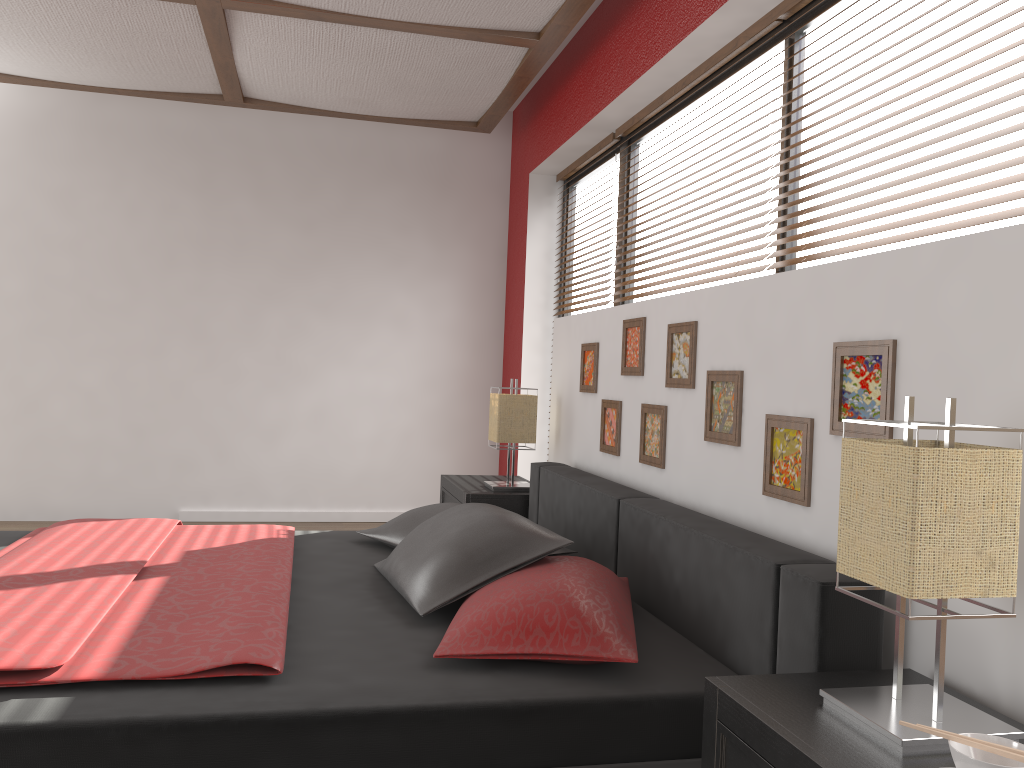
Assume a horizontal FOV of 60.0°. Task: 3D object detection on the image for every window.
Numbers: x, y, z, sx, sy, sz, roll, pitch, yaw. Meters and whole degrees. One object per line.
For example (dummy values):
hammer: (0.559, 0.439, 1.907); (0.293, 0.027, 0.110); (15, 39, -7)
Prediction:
window: (0.417, -0.203, 4.699); (0.020, 1.893, 0.889); (2, 0, -13)
window: (0.885, -0.715, 2.794); (0.020, 0.786, 2.817); (2, 0, -13)

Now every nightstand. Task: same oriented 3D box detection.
nightstand: (-0.094, 0.674, 4.107); (0.413, 0.423, 0.700); (2, 0, -13)
nightstand: (0.587, 0.721, 1.209); (0.413, 0.423, 0.700); (2, 0, -13)

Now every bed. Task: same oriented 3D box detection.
bed: (-0.756, 0.581, 2.568); (2.413, 0.577, 2.469); (2, 0, -13)

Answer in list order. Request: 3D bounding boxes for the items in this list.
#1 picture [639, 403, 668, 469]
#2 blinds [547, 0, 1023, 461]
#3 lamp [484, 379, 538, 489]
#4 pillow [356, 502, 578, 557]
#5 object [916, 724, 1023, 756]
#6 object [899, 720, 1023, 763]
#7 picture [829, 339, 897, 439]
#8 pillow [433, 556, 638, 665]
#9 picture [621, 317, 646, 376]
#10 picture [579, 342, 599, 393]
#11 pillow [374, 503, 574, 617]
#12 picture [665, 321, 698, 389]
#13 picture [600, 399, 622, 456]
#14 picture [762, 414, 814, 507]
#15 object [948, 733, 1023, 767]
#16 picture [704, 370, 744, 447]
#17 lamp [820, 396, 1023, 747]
picture: (0.461, 0.167, 2.905); (0.010, 0.200, 0.200); (2, 0, -13)
blinds: (0.795, -0.139, 2.786); (0.032, 1.952, 4.840); (2, 0, -13)
lamp: (0.001, 0.217, 3.958); (0.200, 0.480, 0.200); (2, 0, -13)
pillow: (-0.178, 0.512, 3.029); (0.418, 0.172, 0.745); (2, 0, -38)
object: (0.583, 0.433, 1.056); (0.192, 0.007, 0.007); (3, 1, 41)
object: (0.559, 0.432, 1.059); (0.007, 0.007, 0.192); (2, 1, -44)
picture: (0.721, 0.011, 1.828); (0.010, 0.200, 0.200); (2, 0, -13)
pillow: (0.083, 0.528, 2.154); (0.418, 0.172, 0.745); (2, 0, 6)
picture: (0.425, -0.129, 3.109); (0.010, 0.200, 0.200); (2, 0, -13)
picture: (0.311, -0.065, 3.580); (0.010, 0.200, 0.200); (2, 0, -13)
pillow: (-0.143, 0.465, 2.510); (0.386, 0.241, 0.744); (2, 0, -18)
picture: (0.516, -0.087, 2.711); (0.010, 0.200, 0.200); (2, 0, -13)
picture: (0.367, 0.160, 3.305); (0.010, 0.200, 0.200); (2, 0, -13)
picture: (0.651, 0.176, 2.098); (0.010, 0.200, 0.200); (2, 0, -13)
object: (0.575, 0.471, 1.059); (0.099, 0.069, 0.099); (2, 0, 12)
picture: (0.578, 0.063, 2.427); (0.010, 0.200, 0.200); (2, 0, -13)
lamp: (0.617, 0.259, 1.331); (0.200, 0.480, 0.200); (2, 0, -13)
